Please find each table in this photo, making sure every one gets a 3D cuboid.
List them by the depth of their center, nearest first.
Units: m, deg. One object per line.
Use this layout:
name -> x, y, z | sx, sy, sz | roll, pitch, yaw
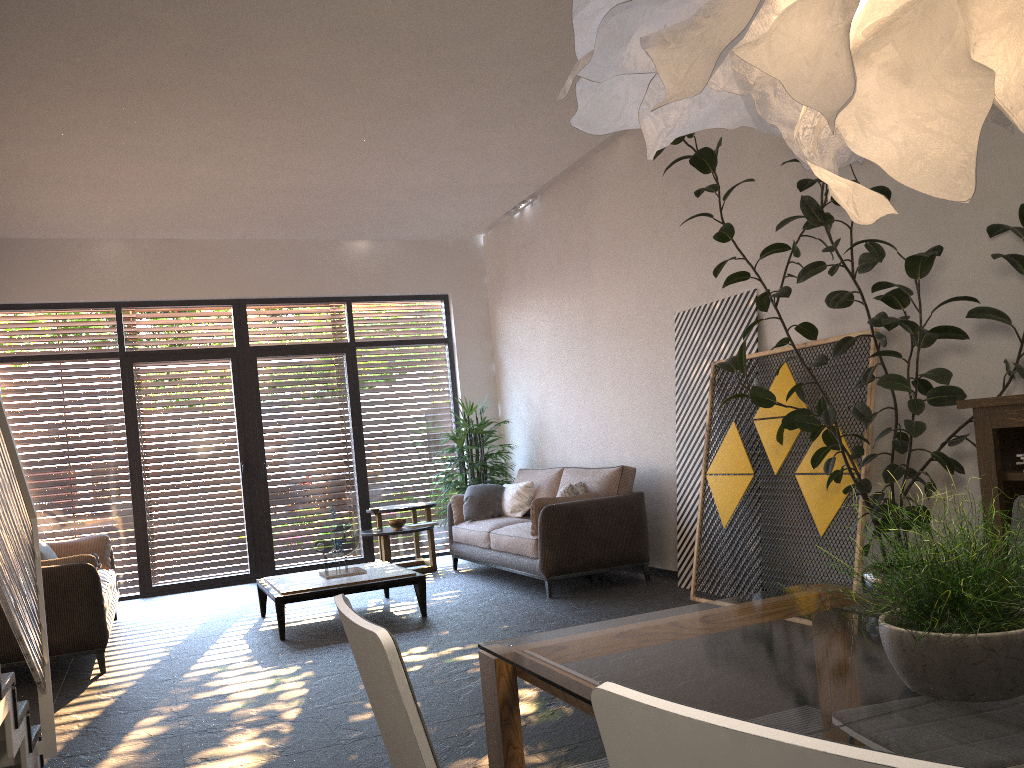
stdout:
table -> 0.756, 0.828, 1.368 | 0.995, 0.713, 1.806 | -4, -4, -23
table -> -1.295, 1.580, 6.603 | 1.047, 0.307, 1.119 | -4, -4, -23

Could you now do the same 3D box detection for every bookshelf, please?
bookshelf -> 2.563, 0.548, 3.054 | 0.450, 1.170, 1.925 | -5, -3, -23

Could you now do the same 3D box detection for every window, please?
window -> -2.749, 0.556, 9.257 | 4.934, 3.025, 0.461 | -4, -1, -23

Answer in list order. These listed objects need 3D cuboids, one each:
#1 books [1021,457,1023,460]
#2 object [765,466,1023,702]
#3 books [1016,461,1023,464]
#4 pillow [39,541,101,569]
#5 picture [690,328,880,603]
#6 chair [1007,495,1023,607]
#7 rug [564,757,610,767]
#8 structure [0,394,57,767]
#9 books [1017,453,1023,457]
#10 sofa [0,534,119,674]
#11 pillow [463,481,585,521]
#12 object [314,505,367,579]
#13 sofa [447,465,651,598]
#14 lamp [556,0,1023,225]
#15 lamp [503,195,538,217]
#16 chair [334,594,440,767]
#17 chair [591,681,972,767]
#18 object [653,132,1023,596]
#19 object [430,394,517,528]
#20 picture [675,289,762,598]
books -> 2.322, 0.291, 3.687 | 0.319, 0.011, 0.252 | -8, -5, 39
object -> 0.717, 0.307, 1.391 | 0.530, 0.367, 0.670 | -4, -3, -27
books -> 2.316, 0.313, 3.681 | 0.252, 0.011, 0.319 | -2, -5, -41
pillow -> -3.732, 1.383, 6.646 | 0.955, 0.707, 1.020 | -5, -3, 1
picture -> 1.590, 0.582, 5.372 | 0.386, 1.603, 1.502 | -5, -2, -23
chair -> 1.075, 0.735, 1.922 | 0.601, 0.918, 0.476 | -5, -1, -13
rug -> 0.786, 1.181, 1.380 | 2.367, 0.006, 3.698 | -4, -4, -23
structure -> 0.345, -3.018, 0.330 | 4.227, 8.300, 8.487 | -5, -2, -23
books -> 2.319, 0.281, 3.695 | 0.319, 0.011, 0.252 | -9, -5, 44
sofa -> -3.366, 1.443, 6.255 | 0.992, 0.918, 2.329 | -4, -4, -23
pillow -> 0.085, 1.037, 7.744 | 0.617, 0.342, 1.899 | -4, -4, -23
object -> -0.676, -1.161, 2.467 | 0.365, 4.467, 8.931 | -5, -3, -11
sofa -> 0.234, 1.211, 7.755 | 0.992, 0.918, 2.329 | -4, -4, -23
lamp -> 0.405, -2.841, 1.429 | 1.116, 5.207, 1.064 | -5, -1, -12
lamp -> 0.011, -1.795, 8.846 | 0.253, 0.066, 0.647 | -4, -4, -23
chair -> 0.056, 0.801, 1.511 | 0.600, 0.918, 0.476 | -5, -2, -20
chair -> 0.472, 0.719, 0.875 | 0.600, 0.918, 0.476 | -4, -2, -37
object -> 1.685, -0.301, 4.294 | 0.906, 3.196, 2.018 | -4, -2, -45
object -> -0.389, 0.969, 9.274 | 0.916, 1.721, 0.977 | -6, -2, 33
picture -> 1.405, 0.438, 6.129 | 0.207, 2.017, 0.960 | -5, -1, -23
